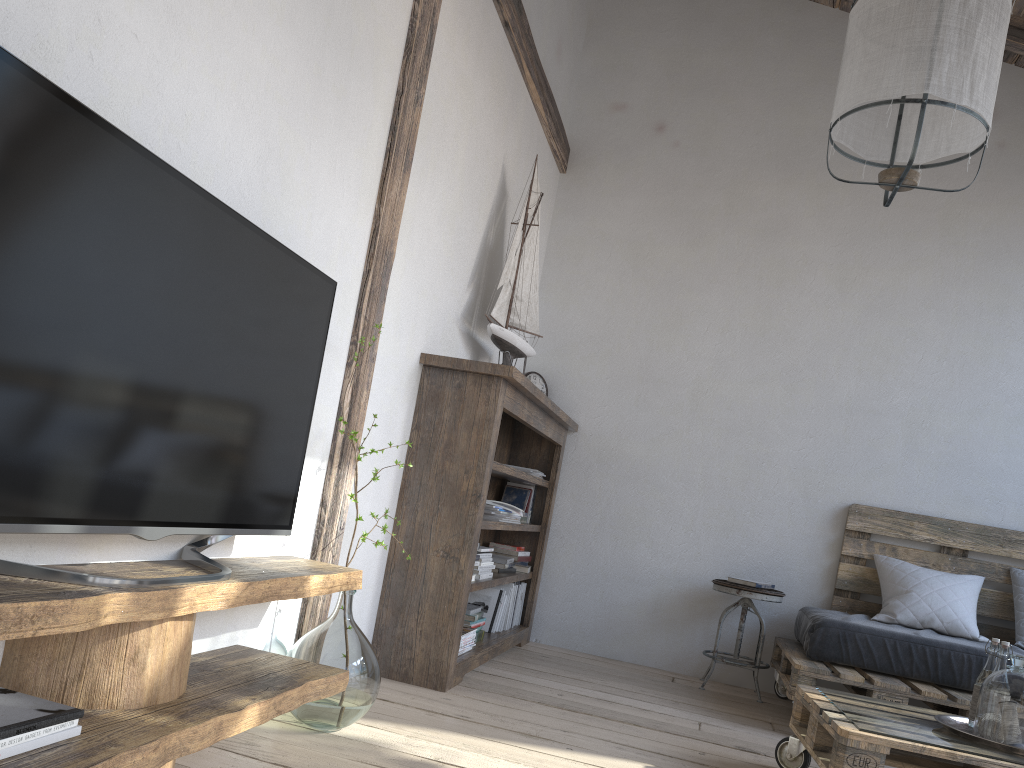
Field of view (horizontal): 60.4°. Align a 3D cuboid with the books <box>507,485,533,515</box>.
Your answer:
[{"bbox_3d":[0.019,0.608,4.467,0.139,0.175,0.059,10,-1,11],"label":"books"}]

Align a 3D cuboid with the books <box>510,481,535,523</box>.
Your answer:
[{"bbox_3d":[0.036,0.609,4.545,0.134,0.200,0.021,10,-1,12],"label":"books"}]

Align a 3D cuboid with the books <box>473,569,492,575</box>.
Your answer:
[{"bbox_3d":[-0.186,0.768,3.673,0.156,0.017,0.222,9,-8,13],"label":"books"}]

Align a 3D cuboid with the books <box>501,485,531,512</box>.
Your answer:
[{"bbox_3d":[0.009,0.604,4.436,0.131,0.171,0.082,10,-2,13],"label":"books"}]

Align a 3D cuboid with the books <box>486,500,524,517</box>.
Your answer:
[{"bbox_3d":[-0.073,0.525,3.838,0.222,0.087,0.262,11,-7,-7],"label":"books"}]

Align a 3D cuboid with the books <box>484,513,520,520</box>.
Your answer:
[{"bbox_3d":[-0.092,0.565,3.817,0.203,0.009,0.261,8,-8,15],"label":"books"}]

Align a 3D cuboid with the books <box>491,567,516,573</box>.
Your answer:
[{"bbox_3d":[-0.089,0.878,4.198,0.151,0.024,0.231,7,-8,22],"label":"books"}]

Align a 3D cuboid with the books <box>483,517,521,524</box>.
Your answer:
[{"bbox_3d":[-0.101,0.578,3.795,0.203,0.009,0.262,7,-8,22],"label":"books"}]

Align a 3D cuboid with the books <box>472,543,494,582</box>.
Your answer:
[{"bbox_3d":[-0.221,0.696,3.535,0.205,0.150,0.556,9,-7,13],"label":"books"}]

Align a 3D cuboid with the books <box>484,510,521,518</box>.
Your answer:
[{"bbox_3d":[-0.110,0.549,3.788,0.203,0.009,0.262,6,-9,30],"label":"books"}]

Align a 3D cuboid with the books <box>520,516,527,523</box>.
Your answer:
[{"bbox_3d":[-0.032,0.647,4.290,0.161,0.030,0.222,8,-8,16],"label":"books"}]

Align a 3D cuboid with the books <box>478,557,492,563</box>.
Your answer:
[{"bbox_3d":[-0.170,0.725,3.683,0.139,0.018,0.187,9,-8,13],"label":"books"}]

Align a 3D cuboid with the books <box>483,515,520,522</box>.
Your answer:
[{"bbox_3d":[-0.098,0.571,3.804,0.203,0.009,0.262,8,-8,18],"label":"books"}]

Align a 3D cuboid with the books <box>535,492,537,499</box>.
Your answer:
[{"bbox_3d":[0.049,0.628,4.612,0.139,0.184,0.020,10,-1,13],"label":"books"}]

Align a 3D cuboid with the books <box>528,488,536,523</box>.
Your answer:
[{"bbox_3d":[0.038,0.619,4.565,0.139,0.184,0.020,10,-1,13],"label":"books"}]

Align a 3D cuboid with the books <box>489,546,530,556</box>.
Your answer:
[{"bbox_3d":[-0.012,0.846,4.453,0.156,0.021,0.222,8,-8,17],"label":"books"}]

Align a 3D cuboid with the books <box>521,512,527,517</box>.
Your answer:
[{"bbox_3d":[-0.024,0.621,4.281,0.149,0.021,0.207,8,-8,17],"label":"books"}]

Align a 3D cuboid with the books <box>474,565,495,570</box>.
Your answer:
[{"bbox_3d":[-0.178,0.755,3.690,0.156,0.017,0.222,8,-8,18],"label":"books"}]

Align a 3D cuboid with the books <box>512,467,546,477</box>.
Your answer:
[{"bbox_3d":[0.036,0.431,4.386,0.203,0.009,0.262,8,-8,20],"label":"books"}]

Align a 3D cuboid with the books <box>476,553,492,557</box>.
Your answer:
[{"bbox_3d":[-0.192,0.706,3.697,0.156,0.017,0.222,8,-8,18],"label":"books"}]

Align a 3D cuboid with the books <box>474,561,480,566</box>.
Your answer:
[{"bbox_3d":[-0.233,0.673,3.363,0.156,0.017,0.222,8,-8,18],"label":"books"}]

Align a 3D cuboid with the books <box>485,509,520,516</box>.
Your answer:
[{"bbox_3d":[-0.101,0.543,3.798,0.203,0.009,0.262,8,-8,20],"label":"books"}]

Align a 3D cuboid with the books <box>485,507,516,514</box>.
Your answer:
[{"bbox_3d":[-0.113,0.531,3.793,0.203,0.009,0.262,8,-8,20],"label":"books"}]

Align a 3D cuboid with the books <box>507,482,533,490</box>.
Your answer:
[{"bbox_3d":[0.022,0.603,4.493,0.138,0.190,0.051,10,-1,12],"label":"books"}]

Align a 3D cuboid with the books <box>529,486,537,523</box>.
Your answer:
[{"bbox_3d":[0.052,0.617,4.583,0.135,0.200,0.021,10,-1,12],"label":"books"}]

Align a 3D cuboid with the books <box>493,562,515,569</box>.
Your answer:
[{"bbox_3d":[-0.085,0.856,4.206,0.159,0.023,0.214,9,-8,13],"label":"books"}]

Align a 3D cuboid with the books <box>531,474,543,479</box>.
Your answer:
[{"bbox_3d":[0.045,0.453,4.404,0.204,0.009,0.261,9,-8,8],"label":"books"}]

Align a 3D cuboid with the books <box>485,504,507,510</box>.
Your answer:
[{"bbox_3d":[-0.117,0.521,3.789,0.203,0.009,0.262,7,-8,25],"label":"books"}]

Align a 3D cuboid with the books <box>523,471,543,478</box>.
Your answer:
[{"bbox_3d":[0.049,0.447,4.418,0.204,0.009,0.261,10,-8,5],"label":"books"}]

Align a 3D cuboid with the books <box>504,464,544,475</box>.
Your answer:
[{"bbox_3d":[0.044,0.425,4.398,0.204,0.009,0.261,9,-8,10],"label":"books"}]

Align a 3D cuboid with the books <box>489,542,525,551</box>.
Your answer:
[{"bbox_3d":[-0.025,0.826,4.474,0.142,0.019,0.204,9,-8,13],"label":"books"}]

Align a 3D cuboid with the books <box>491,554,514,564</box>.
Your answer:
[{"bbox_3d":[-0.080,0.834,4.208,0.151,0.024,0.230,9,-8,9],"label":"books"}]

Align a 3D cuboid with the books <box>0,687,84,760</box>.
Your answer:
[{"bbox_3d":[-0.783,0.595,1.216,0.289,0.263,0.364,9,-5,13],"label":"books"}]
